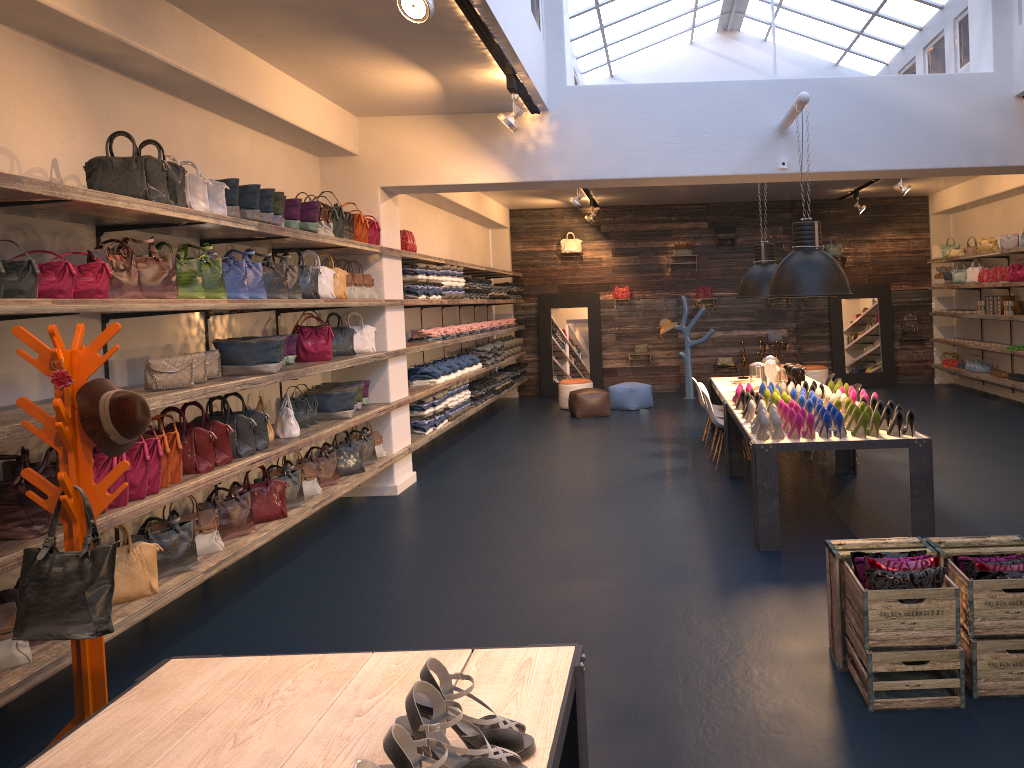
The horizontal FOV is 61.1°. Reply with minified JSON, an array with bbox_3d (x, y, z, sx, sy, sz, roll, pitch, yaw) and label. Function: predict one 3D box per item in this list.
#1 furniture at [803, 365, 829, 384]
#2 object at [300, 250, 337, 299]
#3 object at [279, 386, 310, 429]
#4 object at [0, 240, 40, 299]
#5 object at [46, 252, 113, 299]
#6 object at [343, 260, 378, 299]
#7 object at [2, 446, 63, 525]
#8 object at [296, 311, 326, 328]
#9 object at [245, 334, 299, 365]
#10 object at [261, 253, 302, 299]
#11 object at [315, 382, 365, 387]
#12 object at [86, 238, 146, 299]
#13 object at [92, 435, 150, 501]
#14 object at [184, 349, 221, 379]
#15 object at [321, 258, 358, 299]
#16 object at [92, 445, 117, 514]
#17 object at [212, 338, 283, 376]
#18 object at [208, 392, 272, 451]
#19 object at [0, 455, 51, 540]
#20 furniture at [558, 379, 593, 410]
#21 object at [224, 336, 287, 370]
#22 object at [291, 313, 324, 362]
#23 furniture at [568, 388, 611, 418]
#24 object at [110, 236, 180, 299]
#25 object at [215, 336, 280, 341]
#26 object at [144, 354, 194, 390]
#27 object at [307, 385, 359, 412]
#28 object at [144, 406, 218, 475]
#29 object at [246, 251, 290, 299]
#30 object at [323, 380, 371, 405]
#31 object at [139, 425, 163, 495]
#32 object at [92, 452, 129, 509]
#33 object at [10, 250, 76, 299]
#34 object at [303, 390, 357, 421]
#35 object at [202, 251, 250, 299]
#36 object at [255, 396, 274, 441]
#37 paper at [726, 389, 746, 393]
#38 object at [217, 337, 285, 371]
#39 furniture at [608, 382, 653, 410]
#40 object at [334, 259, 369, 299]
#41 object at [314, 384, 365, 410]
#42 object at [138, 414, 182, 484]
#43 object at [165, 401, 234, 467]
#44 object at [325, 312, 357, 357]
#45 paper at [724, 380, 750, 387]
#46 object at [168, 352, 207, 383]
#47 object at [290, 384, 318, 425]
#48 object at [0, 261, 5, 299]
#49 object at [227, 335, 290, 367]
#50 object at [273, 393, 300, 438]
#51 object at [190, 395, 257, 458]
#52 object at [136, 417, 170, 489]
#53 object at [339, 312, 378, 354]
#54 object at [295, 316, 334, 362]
[{"bbox_3d":[5.376,-0.088,15.533,0.571,0.479,0.592,-2,4,8],"label":"furniture"},{"bbox_3d":[-1.550,-0.840,6.697,0.177,0.385,0.462,0,4,43],"label":"object"},{"bbox_3d":[-1.630,0.180,6.523,0.256,0.328,0.100,-5,3,-39],"label":"object"},{"bbox_3d":[-2.198,-0.484,3.728,0.307,0.275,0.130,-3,3,-14],"label":"object"},{"bbox_3d":[-2.035,-0.501,4.039,0.203,0.243,0.265,0,4,31],"label":"object"},{"bbox_3d":[-1.419,-0.937,7.867,0.417,0.366,0.164,-6,4,-44],"label":"object"},{"bbox_3d":[-2.023,0.428,3.757,0.342,0.355,0.163,-2,2,2],"label":"object"},{"bbox_3d":[-1.642,-0.401,7.094,0.315,0.409,0.126,-4,3,-26],"label":"object"},{"bbox_3d":[-1.810,-0.246,6.480,0.436,0.235,0.170,-3,3,-15],"label":"object"},{"bbox_3d":[-1.633,-0.754,6.096,0.409,0.338,0.199,-6,4,-44],"label":"object"},{"bbox_3d":[-1.526,0.112,7.741,0.443,0.235,0.167,-4,3,-22],"label":"object"},{"bbox_3d":[-1.968,-0.563,4.307,0.192,0.304,0.367,-2,4,-3],"label":"object"},{"bbox_3d":[-1.898,0.397,4.190,0.228,0.342,0.292,0,4,37],"label":"object"},{"bbox_3d":[-1.882,-0.116,5.260,0.097,0.175,0.287,-1,4,28],"label":"object"},{"bbox_3d":[-1.508,-0.885,7.334,0.417,0.366,0.164,-6,4,-44],"label":"object"},{"bbox_3d":[-1.931,0.438,3.948,0.255,0.300,0.348,0,4,34],"label":"object"},{"bbox_3d":[-1.695,-0.172,5.597,0.436,0.231,0.170,-3,3,-15],"label":"object"},{"bbox_3d":[-1.764,0.237,5.582,0.432,0.385,0.190,-2,2,-5],"label":"object"},{"bbox_3d":[-2.072,0.454,3.565,0.366,0.338,0.223,-1,3,10],"label":"object"},{"bbox_3d":[1.057,0.162,14.330,0.571,0.479,0.592,-2,4,8],"label":"furniture"},{"bbox_3d":[-1.759,-0.198,5.936,0.442,0.235,0.168,-4,3,-21],"label":"object"},{"bbox_3d":[-1.620,-0.375,6.950,0.213,0.384,0.269,-1,3,28],"label":"object"},{"bbox_3d":[1.193,0.272,13.397,0.673,0.422,0.626,-3,4,-11],"label":"furniture"},{"bbox_3d":[-1.922,-0.600,4.512,0.406,0.338,0.200,-4,3,-31],"label":"object"},{"bbox_3d":[-1.846,-0.210,6.092,0.438,0.235,0.169,-3,3,-17],"label":"object"},{"bbox_3d":[-1.842,-0.063,4.667,0.096,0.175,0.291,0,4,36],"label":"object"},{"bbox_3d":[-1.511,0.145,7.376,0.443,0.235,0.167,-4,3,-22],"label":"object"},{"bbox_3d":[-1.870,0.315,4.859,0.433,0.385,0.189,-2,2,-6],"label":"object"},{"bbox_3d":[-1.679,-0.730,5.846,0.405,0.338,0.201,-4,3,-30],"label":"object"},{"bbox_3d":[-1.504,0.093,7.935,0.437,0.235,0.170,-3,3,-16],"label":"object"},{"bbox_3d":[-1.880,0.386,4.303,0.228,0.342,0.292,0,4,37],"label":"object"},{"bbox_3d":[-1.942,0.434,4.054,0.273,0.297,0.232,-4,4,-29],"label":"object"},{"bbox_3d":[-2.125,-0.483,3.877,0.202,0.243,0.266,0,4,33],"label":"object"},{"bbox_3d":[-1.466,0.174,7.016,0.437,0.231,0.170,-3,3,-16],"label":"object"},{"bbox_3d":[-1.794,-0.664,5.346,0.174,0.304,0.405,0,4,36],"label":"object"},{"bbox_3d":[-1.759,0.236,6.047,0.166,0.308,0.317,-3,4,-25],"label":"object"},{"bbox_3d":[2.626,0.057,9.388,0.786,0.014,0.306,-7,7,-44],"label":"paper"},{"bbox_3d":[-1.725,-0.186,5.759,0.444,0.231,0.167,-4,3,-23],"label":"object"},{"bbox_3d":[1.927,0.182,14.121,0.595,0.422,0.705,2,6,44],"label":"furniture"},{"bbox_3d":[-1.461,-0.912,7.614,0.417,0.366,0.164,-6,4,-44],"label":"object"},{"bbox_3d":[-1.495,0.127,7.567,0.439,0.235,0.169,-3,3,-18],"label":"object"},{"bbox_3d":[-1.885,0.353,4.564,0.267,0.361,0.201,-4,3,-33],"label":"object"},{"bbox_3d":[-1.836,0.286,5.077,0.425,0.385,0.193,-2,2,0],"label":"object"},{"bbox_3d":[-1.539,-0.430,7.541,0.177,0.385,0.461,0,4,40],"label":"object"},{"bbox_3d":[2.667,-0.012,10.136,0.321,0.014,0.752,0,5,17],"label":"paper"},{"bbox_3d":[-1.861,-0.090,4.966,0.098,0.175,0.286,-1,4,26],"label":"object"},{"bbox_3d":[-1.606,0.165,6.687,0.256,0.328,0.100,-5,3,-39],"label":"object"},{"bbox_3d":[-2.272,-0.469,3.595,0.307,0.275,0.130,-3,3,-14],"label":"object"},{"bbox_3d":[-1.825,-0.227,6.274,0.442,0.235,0.168,-4,3,-21],"label":"object"},{"bbox_3d":[-1.617,0.217,6.196,0.166,0.308,0.317,-3,4,-25],"label":"object"},{"bbox_3d":[-1.781,0.258,5.357,0.422,0.385,0.194,-2,2,3],"label":"object"},{"bbox_3d":[-1.904,0.364,4.450,0.267,0.361,0.201,-4,3,-33],"label":"object"},{"bbox_3d":[-1.416,-0.463,7.852,0.462,0.385,0.177,-5,4,-41],"label":"object"},{"bbox_3d":[-1.559,-0.354,6.825,0.203,0.361,0.265,-1,3,31],"label":"object"}]
